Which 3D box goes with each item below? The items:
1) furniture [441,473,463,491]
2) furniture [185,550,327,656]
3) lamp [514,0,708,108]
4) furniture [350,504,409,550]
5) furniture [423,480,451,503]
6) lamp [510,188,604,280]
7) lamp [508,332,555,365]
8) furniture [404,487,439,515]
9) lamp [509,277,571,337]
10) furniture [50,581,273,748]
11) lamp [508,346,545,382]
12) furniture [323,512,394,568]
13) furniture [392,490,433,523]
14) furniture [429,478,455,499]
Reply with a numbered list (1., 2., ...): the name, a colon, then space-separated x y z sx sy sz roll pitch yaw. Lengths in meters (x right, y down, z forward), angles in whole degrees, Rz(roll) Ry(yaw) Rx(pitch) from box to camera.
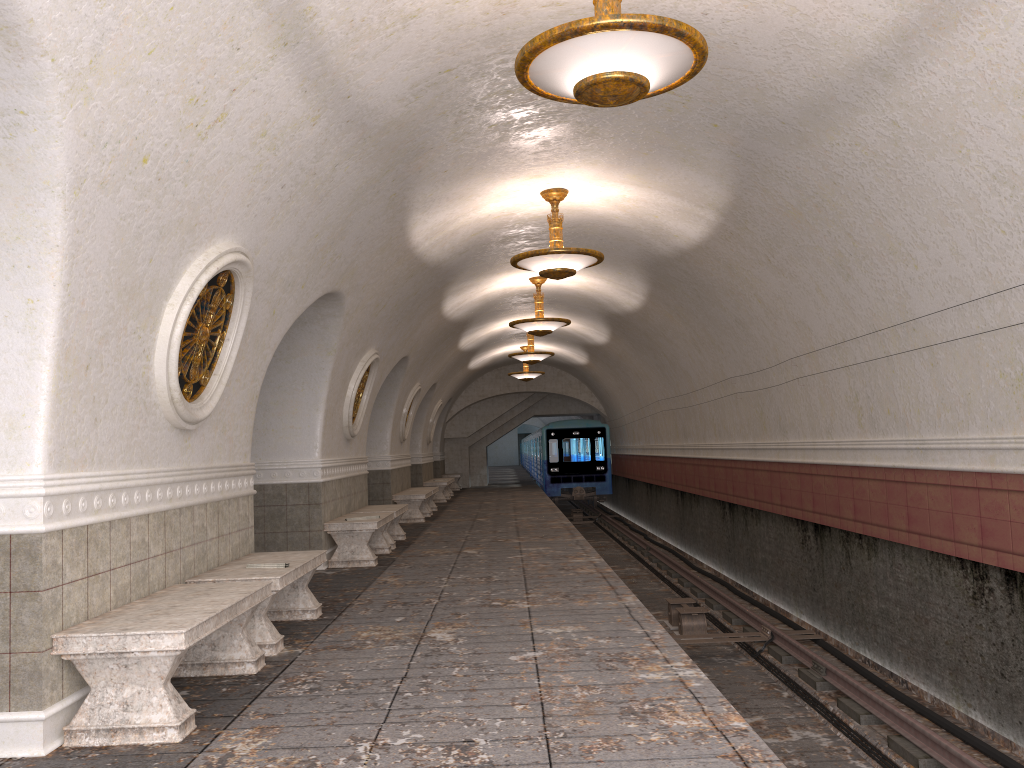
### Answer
1. furniture: -1.944 3.201 28.970 0.613 0.508 1.509 -2 -4 -1
2. furniture: -1.790 1.554 6.417 0.613 0.508 1.509 -2 -4 -1
3. lamp: 0.507 -1.942 4.681 1.008 0.955 1.008 -1 -4 -16
4. furniture: -1.831 1.992 12.410 0.613 0.508 1.509 -2 -4 -1
5. furniture: -1.901 2.742 22.684 0.613 0.508 1.509 -2 -4 -1
6. lamp: 0.474 -1.588 9.530 1.008 0.955 1.008 -1 -4 -16
7. lamp: 0.408 -0.885 19.163 1.008 0.955 1.008 -3 -4 15
8. furniture: -1.872 2.430 18.415 0.613 0.508 1.509 -2 -4 -1
9. lamp: 0.441 -1.237 14.347 1.008 0.955 1.008 -3 -4 15
10. furniture: -1.779 1.432 4.740 0.613 0.508 1.509 -2 -4 -1
11. lamp: 0.375 -0.534 23.979 1.008 0.955 1.008 2 -6 -44
12. furniture: -1.819 1.869 10.733 0.613 0.508 1.509 -2 -4 -1
13. furniture: -1.860 2.308 16.738 0.613 0.508 1.509 -2 -4 -1
14. furniture: -1.912 2.864 24.362 0.613 0.508 1.509 -2 -4 -1
